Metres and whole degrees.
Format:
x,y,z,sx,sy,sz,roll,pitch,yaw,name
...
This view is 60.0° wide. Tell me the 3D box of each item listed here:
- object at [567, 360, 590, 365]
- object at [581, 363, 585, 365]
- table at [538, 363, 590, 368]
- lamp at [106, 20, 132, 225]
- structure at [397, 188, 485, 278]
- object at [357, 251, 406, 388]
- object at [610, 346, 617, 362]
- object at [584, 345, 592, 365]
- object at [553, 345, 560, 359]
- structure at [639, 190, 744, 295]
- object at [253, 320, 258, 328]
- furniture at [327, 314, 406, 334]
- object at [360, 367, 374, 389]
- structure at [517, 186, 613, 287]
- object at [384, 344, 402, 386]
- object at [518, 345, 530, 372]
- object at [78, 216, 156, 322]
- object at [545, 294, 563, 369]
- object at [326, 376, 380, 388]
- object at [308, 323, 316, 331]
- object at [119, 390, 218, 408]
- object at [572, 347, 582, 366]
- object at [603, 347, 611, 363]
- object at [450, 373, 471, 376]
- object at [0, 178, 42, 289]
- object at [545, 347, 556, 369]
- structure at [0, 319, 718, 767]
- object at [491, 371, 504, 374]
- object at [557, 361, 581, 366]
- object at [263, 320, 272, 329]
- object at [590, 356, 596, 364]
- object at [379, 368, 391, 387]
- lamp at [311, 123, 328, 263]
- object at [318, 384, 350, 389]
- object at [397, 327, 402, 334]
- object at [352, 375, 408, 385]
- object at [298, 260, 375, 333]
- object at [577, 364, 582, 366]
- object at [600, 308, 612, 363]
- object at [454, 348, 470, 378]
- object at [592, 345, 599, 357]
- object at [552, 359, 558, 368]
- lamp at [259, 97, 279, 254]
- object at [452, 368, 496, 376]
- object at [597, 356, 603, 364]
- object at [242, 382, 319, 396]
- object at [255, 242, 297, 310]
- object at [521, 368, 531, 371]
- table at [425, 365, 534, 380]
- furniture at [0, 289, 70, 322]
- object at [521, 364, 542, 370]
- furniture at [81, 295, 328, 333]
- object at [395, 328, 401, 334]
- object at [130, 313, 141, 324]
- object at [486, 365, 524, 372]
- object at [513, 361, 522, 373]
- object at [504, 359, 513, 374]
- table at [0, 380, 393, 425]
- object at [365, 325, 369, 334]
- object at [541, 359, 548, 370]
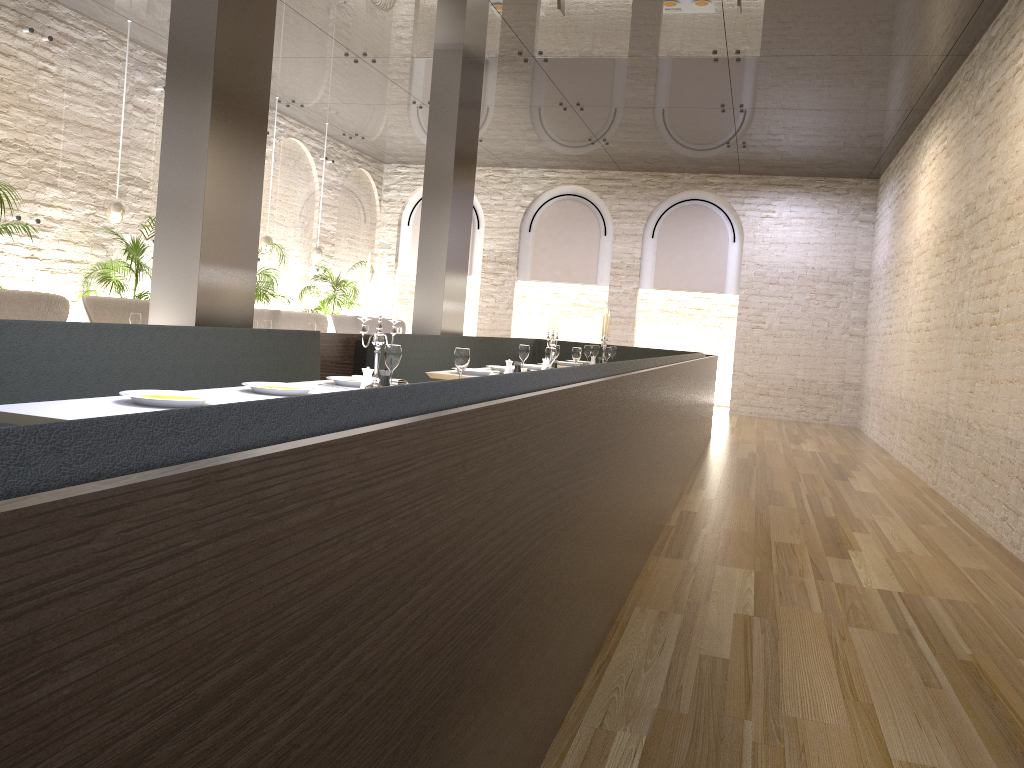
x,y,z,sx,sy,sz,roll,pitch,yaw,name
0.772,-0.243,10.131,0.322,0.036,0.322,5,4,11,object
0.663,-0.226,9.839,0.273,0.033,0.143,6,4,15,object
0.919,0.193,9.700,1.101,0.759,1.189,5,3,15,table
-3.896,-2.608,8.864,0.178,2.039,0.177,6,2,36,lamp
-1.227,-2.768,15.773,1.635,1.673,0.098,5,1,15,structure
-0.586,-0.266,3.924,0.132,0.656,0.390,5,2,26,object
1.144,-0.311,10.099,0.086,0.230,0.086,4,2,-15,object
0.812,-0.300,9.525,0.086,0.230,0.086,3,2,-39,object
0.383,-0.235,7.980,0.086,0.230,0.086,5,2,27,object
2.979,-2.352,14.605,1.635,1.673,0.098,5,1,15,structure
-2.416,-0.479,8.243,0.086,0.230,0.086,5,2,21,object
-2.024,-0.447,13.295,0.708,1.096,2.586,5,3,15,furniture
-0.682,-0.018,4.172,0.069,0.126,0.069,5,2,9,object
0.943,-2.554,15.170,1.635,1.673,0.098,5,1,15,structure
-0.588,-0.077,4.323,0.086,0.230,0.086,5,2,27,object
0.088,-0.190,6.920,0.086,0.230,0.086,5,2,15,object
-3.926,-0.762,9.156,1.187,1.973,1.148,3,3,-44,object
0.336,-0.406,7.243,0.132,0.656,0.390,5,2,26,object
-0.787,-0.006,4.519,0.322,0.036,0.321,7,4,35,object
-2.112,-0.525,9.337,0.086,0.230,0.087,4,2,-33,object
-1.189,0.055,3.071,0.321,0.036,0.322,4,4,-9,object
0.552,-0.199,7.635,0.086,0.230,0.086,5,2,27,object
0.981,-0.264,9.180,0.086,0.230,0.086,3,2,-39,object
-0.342,-0.066,6.152,0.185,0.010,0.017,6,3,16,object
-4.492,-0.676,7.121,1.187,1.973,1.148,3,3,-44,object
0.285,-0.159,6.673,0.086,0.230,0.087,4,2,-33,object
-0.158,0.243,5.711,2.374,0.999,10.754,6,4,15,structure
-0.209,-0.094,6.698,0.273,0.033,0.143,6,4,15,object
0.572,-0.213,9.412,0.321,0.036,0.322,4,4,-9,object
-2.478,-0.531,8.968,0.086,0.230,0.087,4,2,-33,object
0.879,-0.244,9.611,0.068,0.126,0.069,3,2,-33,object
-0.601,-0.011,4.174,0.069,0.126,0.069,5,2,9,object
-2.770,-2.780,12.918,0.177,2.039,0.178,4,1,-6,lamp
-0.857,0.012,4.300,0.185,0.010,0.017,6,3,16,object
-1.567,-0.669,12.248,0.086,0.230,0.087,3,2,-45,object
-0.723,-0.022,4.846,0.273,0.033,0.143,6,4,15,object
-2.716,-0.943,13.463,1.145,1.973,1.190,4,2,-4,object
0.622,-0.220,9.690,0.273,0.033,0.143,6,4,15,object
1.014,-0.509,9.685,0.132,0.656,0.390,5,2,26,object
-0.270,-0.074,4.677,0.086,0.230,0.086,5,2,27,object
0.933,-0.319,9.963,0.086,0.230,0.086,3,2,-39,object
0.362,-0.153,7.572,0.069,0.126,0.069,5,2,9,object
-3.142,-2.723,11.581,0.177,2.039,0.178,4,1,-6,lamp
-0.275,-0.084,6.359,0.322,0.036,0.322,5,4,13,object
0.950,-0.235,9.566,0.068,0.126,0.069,3,2,-33,object
-0.990,0.025,3.786,0.321,0.036,0.322,4,4,-9,object
-3.390,-0.844,11.094,1.144,1.973,1.191,3,2,-34,object
0.011,-0.127,7.492,0.273,0.033,0.143,6,4,15,object
0.234,0.297,7.236,1.101,0.759,2.540,5,4,15,table
-4.251,-0.108,5.282,0.709,1.096,4.478,5,4,15,furniture
0.174,-0.152,7.976,0.322,0.036,0.322,5,4,11,object
-3.009,-0.297,9.752,0.709,1.096,4.478,5,4,15,furniture
-1.495,-0.619,11.560,0.086,0.230,0.087,3,2,-45,object
-3.007,-0.450,7.066,0.086,0.230,0.087,4,2,-33,object
-0.054,-0.118,7.156,0.322,0.036,0.321,7,4,35,object
0.041,-0.109,6.484,0.068,0.126,0.069,3,3,-43,object
-0.024,-0.119,6.554,0.069,0.126,0.069,6,2,38,object
-0.752,0.447,3.686,1.101,0.759,2.540,5,4,15,table
-1.861,-0.624,11.191,0.086,0.230,0.087,3,2,-45,object
0.284,-0.161,7.597,0.069,0.126,0.069,5,2,9,object
